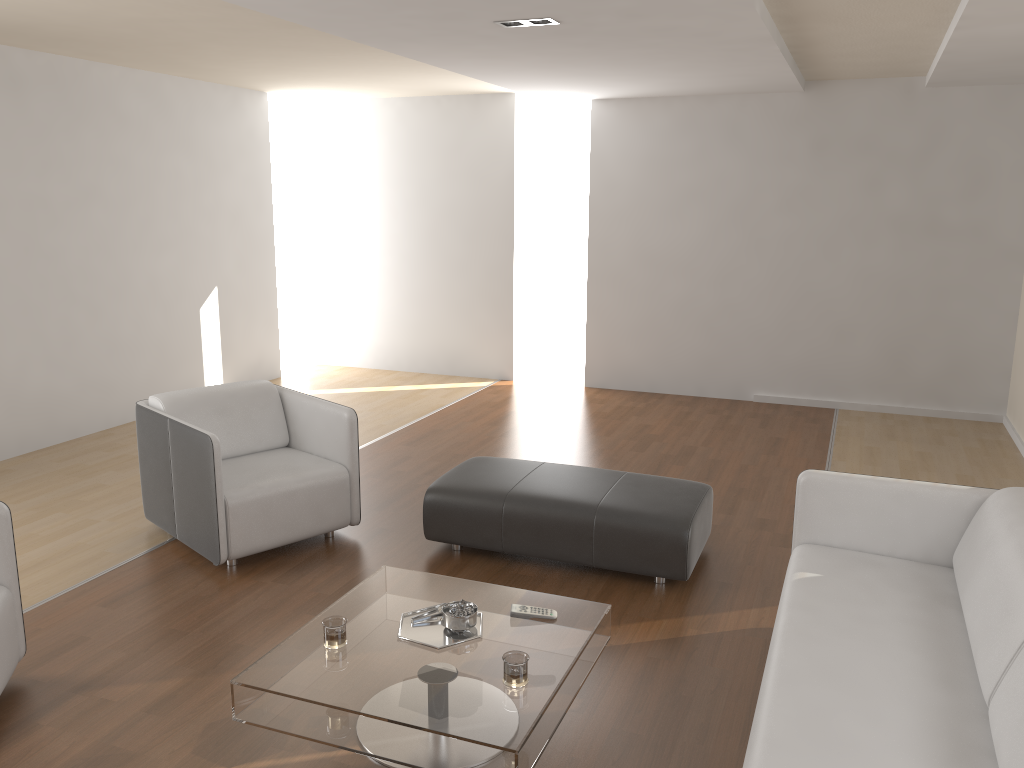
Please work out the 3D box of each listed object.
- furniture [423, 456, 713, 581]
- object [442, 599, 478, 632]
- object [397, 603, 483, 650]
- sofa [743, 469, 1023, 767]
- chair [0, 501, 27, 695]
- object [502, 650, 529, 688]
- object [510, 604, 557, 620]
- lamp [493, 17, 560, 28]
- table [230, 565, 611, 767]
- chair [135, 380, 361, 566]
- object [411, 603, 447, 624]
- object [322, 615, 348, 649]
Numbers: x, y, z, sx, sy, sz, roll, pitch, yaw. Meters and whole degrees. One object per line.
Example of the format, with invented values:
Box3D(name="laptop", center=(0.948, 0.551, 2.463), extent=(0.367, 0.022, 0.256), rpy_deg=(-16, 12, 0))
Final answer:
Box3D(name="furniture", center=(0.283, 0.607, 4.322), extent=(1.291, 0.301, 0.685), rpy_deg=(5, 13, 21))
Box3D(name="object", center=(-0.171, 0.758, 2.905), extent=(0.118, 0.079, 0.117), rpy_deg=(7, 13, 28))
Box3D(name="object", center=(-0.233, 0.793, 2.911), extent=(0.315, 0.011, 0.273), rpy_deg=(7, 13, 28))
Box3D(name="sofa", center=(1.132, 0.849, 2.341), extent=(0.919, 0.661, 2.238), rpy_deg=(5, 13, 21))
Box3D(name="chair", center=(-2.087, 0.787, 2.651), extent=(0.919, 0.706, 0.767), rpy_deg=(-2, 12, -13))
Box3D(name="object", center=(0.011, 0.830, 2.581), extent=(0.079, 0.077, 0.079), rpy_deg=(2, 12, 10))
Box3D(name="object", center=(0.073, 0.769, 2.991), extent=(0.158, 0.029, 0.064), rpy_deg=(1, 12, 3))
Box3D(name="lamp", center=(0.072, -1.781, 4.265), extent=(0.291, 0.087, 0.146), rpy_deg=(5, 13, 21))
Box3D(name="table", center=(-0.239, 0.962, 2.863), extent=(0.900, 0.300, 0.900), rpy_deg=(5, 13, 21))
Box3D(name="chair", center=(-1.345, 0.386, 4.481), extent=(0.767, 0.661, 0.919), rpy_deg=(-11, 16, -42))
Box3D(name="object", center=(-0.268, 0.767, 2.966), extent=(0.147, 0.035, 0.051), rpy_deg=(-6, 13, -27))
Box3D(name="object", center=(-0.558, 0.782, 2.793), extent=(0.079, 0.077, 0.079), rpy_deg=(2, 12, 10))
